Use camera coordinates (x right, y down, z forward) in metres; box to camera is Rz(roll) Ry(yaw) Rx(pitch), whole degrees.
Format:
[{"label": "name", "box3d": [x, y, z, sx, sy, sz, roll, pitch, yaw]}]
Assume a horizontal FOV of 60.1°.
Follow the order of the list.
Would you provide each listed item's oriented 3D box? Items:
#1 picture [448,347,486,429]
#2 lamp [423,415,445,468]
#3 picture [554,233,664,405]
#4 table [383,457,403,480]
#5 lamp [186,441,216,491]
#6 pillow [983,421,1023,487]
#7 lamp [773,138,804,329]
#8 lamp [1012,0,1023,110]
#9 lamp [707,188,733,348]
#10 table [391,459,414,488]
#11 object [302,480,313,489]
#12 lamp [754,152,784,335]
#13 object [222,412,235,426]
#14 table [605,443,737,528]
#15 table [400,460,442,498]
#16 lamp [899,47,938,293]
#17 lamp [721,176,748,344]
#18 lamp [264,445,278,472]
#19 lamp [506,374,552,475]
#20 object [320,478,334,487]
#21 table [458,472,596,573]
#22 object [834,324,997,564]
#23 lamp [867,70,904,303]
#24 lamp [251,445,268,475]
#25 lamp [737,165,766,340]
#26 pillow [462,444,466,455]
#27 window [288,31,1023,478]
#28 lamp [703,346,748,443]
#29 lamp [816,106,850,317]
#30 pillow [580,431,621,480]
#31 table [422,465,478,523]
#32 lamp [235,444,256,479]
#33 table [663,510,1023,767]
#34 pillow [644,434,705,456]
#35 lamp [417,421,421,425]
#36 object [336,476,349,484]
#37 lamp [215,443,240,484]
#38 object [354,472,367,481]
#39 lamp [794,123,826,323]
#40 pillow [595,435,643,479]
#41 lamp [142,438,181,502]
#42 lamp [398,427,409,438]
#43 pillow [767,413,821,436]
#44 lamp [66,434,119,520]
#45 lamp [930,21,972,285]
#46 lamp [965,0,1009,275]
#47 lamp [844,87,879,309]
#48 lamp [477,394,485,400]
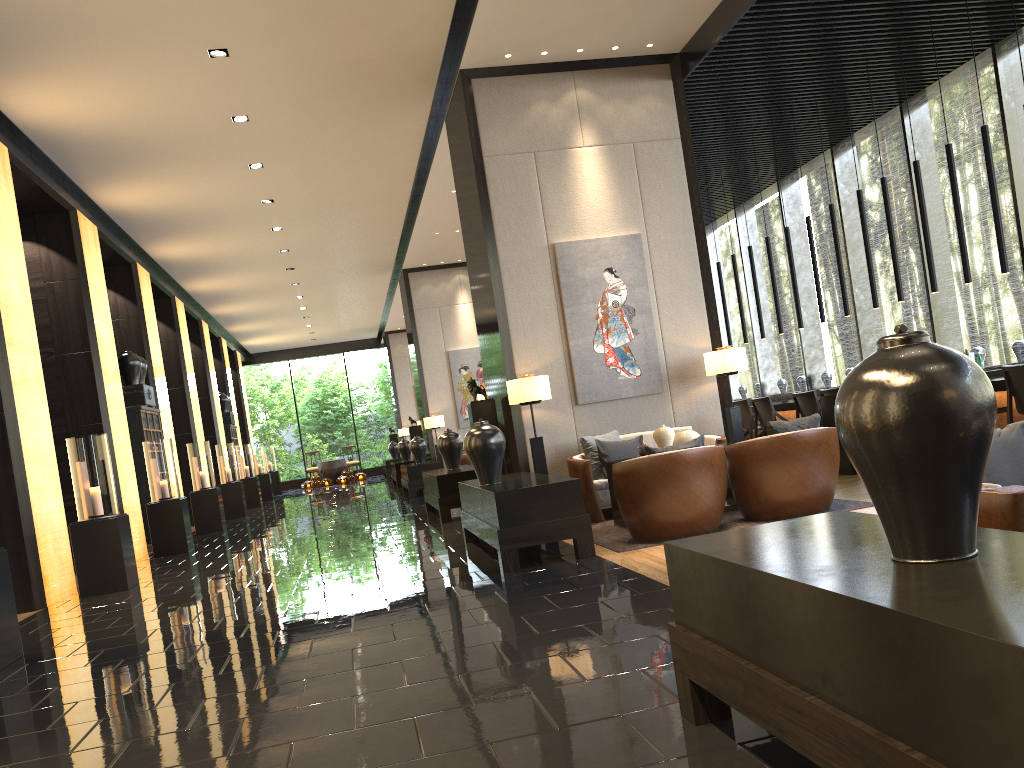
[{"label": "picture", "box3d": [-0.701, 0.053, 17.013, 0.833, 1.502, 0.037, -9, 1, -10]}, {"label": "lamp", "box3d": [-1.375, 1.249, 16.565, 0.375, 1.351, 0.374, -9, 0, 8]}, {"label": "picture", "box3d": [0.906, -0.609, 8.217, 0.833, 1.502, 0.037, -9, 1, -10]}, {"label": "table", "box3d": [-3.192, 2.308, 24.320, 0.619, 0.513, 1.964, -8, -2, -11]}, {"label": "lamp", "box3d": [-4.804, 1.264, 13.693, 0.336, 0.729, 0.337, -9, 0, -9]}, {"label": "pillow", "box3d": [1.611, 0.305, 2.882, 0.398, 0.362, 0.222, -8, 0, -10]}, {"label": "lamp", "box3d": [3.390, -1.877, 10.906, 0.060, 2.422, 0.060, -9, 1, -16]}, {"label": "lamp", "box3d": [4.098, -2.169, 7.028, 0.060, 2.422, 0.060, -9, 1, -16]}, {"label": "lamp", "box3d": [3.020, -1.724, 12.932, 0.060, 2.422, 0.060, -9, 1, -16]}, {"label": "table", "box3d": [-2.273, 1.930, 19.286, 0.619, 0.513, 1.964, -8, -2, -11]}, {"label": "object", "box3d": [-6.032, 2.974, 26.205, 0.370, 0.229, 0.369, -9, -2, 7]}, {"label": "lamp", "box3d": [3.298, -1.839, 11.410, 0.060, 2.422, 0.060, -9, 1, -16]}, {"label": "object", "box3d": [-6.748, 0.844, 20.895, 0.364, 0.315, 0.607, -8, -2, -11]}, {"label": "table", "box3d": [1.358, 0.802, 7.060, 1.040, 0.517, 0.576, -8, -1, -10]}, {"label": "table", "box3d": [-1.578, 1.643, 15.483, 0.619, 0.513, 1.964, -8, -2, -11]}, {"label": "lamp", "box3d": [3.845, -2.064, 8.412, 0.060, 2.422, 0.060, -9, 1, -16]}, {"label": "lamp", "box3d": [3.112, -1.762, 12.426, 0.060, 2.422, 0.060, -9, 1, -16]}, {"label": "lamp", "box3d": [-6.914, 2.133, 25.247, 0.335, 0.729, 0.338, -9, 0, -23]}, {"label": "lamp", "box3d": [0.229, 0.590, 7.785, 0.376, 1.348, 0.373, -8, 1, 41]}, {"label": "object", "box3d": [-5.387, 2.854, 25.733, 0.370, 0.229, 0.369, -9, -2, 12]}, {"label": "table", "box3d": [0.032, 0.980, 6.670, 0.619, 0.513, 1.964, -8, -2, -11]}, {"label": "object", "box3d": [0.855, 0.119, 1.869, 0.310, 0.493, 0.312, -8, 0, -22]}, {"label": "lamp", "box3d": [3.751, -2.026, 8.926, 0.060, 2.422, 0.060, -9, 1, -16]}, {"label": "lamp", "box3d": [-6.387, 1.916, 22.359, 0.336, 0.729, 0.337, -9, 0, -9]}, {"label": "lamp", "box3d": [3.206, -1.801, 11.910, 0.060, 2.422, 0.060, -9, 1, -16]}, {"label": "pillow", "box3d": [-0.761, 1.290, 16.638, 0.431, 0.400, 0.202, -8, 0, -32]}, {"label": "window", "box3d": [-1.462, -0.360, 13.105, 12.034, 4.228, 31.952, -8, -3, -11]}, {"label": "lamp", "box3d": [2.040, 0.331, 8.120, 0.376, 1.351, 0.374, -8, 0, 19]}, {"label": "lamp", "box3d": [3.575, -1.953, 9.893, 0.060, 2.422, 0.060, -9, 1, -16]}, {"label": "pillow", "box3d": [0.833, 0.633, 7.910, 0.431, 0.400, 0.202, -8, 0, -32]}, {"label": "table", "box3d": [-0.663, 1.267, 10.473, 0.619, 0.513, 1.964, -8, -2, -11]}, {"label": "lamp", "box3d": [-5.859, 1.699, 19.470, 0.336, 0.729, 0.337, -9, 0, -9]}, {"label": "table", "box3d": [0.938, 0.607, 1.707, 0.619, 0.513, 1.964, -8, -2, -11]}, {"label": "pillow", "box3d": [1.124, 0.531, 5.995, 0.441, 0.338, 0.205, -9, 0, -4]}, {"label": "lamp", "box3d": [-1.700, 1.383, 18.344, 0.375, 1.351, 0.374, -9, 0, 8]}, {"label": "object", "box3d": [-4.940, 2.791, 25.820, 0.369, 0.229, 0.370, -8, -2, -8]}, {"label": "lamp", "box3d": [-5.331, 1.482, 16.582, 0.336, 0.729, 0.337, -9, 0, -9]}, {"label": "object", "box3d": [-4.529, 2.760, 26.464, 0.368, 0.229, 0.371, -7, -2, -38]}, {"label": "lamp", "box3d": [3.482, -1.915, 10.400, 0.060, 2.422, 0.060, -9, 1, -16]}, {"label": "pillow", "box3d": [0.963, 0.628, 7.776, 0.471, 0.361, 0.220, -8, 0, -14]}, {"label": "lamp", "box3d": [-4.276, 1.047, 10.805, 0.336, 0.729, 0.337, -9, 0, -5]}, {"label": "lamp", "box3d": [-2.991, 1.915, 25.411, 0.376, 1.351, 0.374, -8, 0, 19]}, {"label": "pillow", "box3d": [1.958, 0.408, 6.151, 0.398, 0.362, 0.222, -8, 0, -10]}, {"label": "lamp", "box3d": [-3.748, 0.830, 7.916, 0.335, 0.729, 0.338, -9, 0, -38]}, {"label": "lamp", "box3d": [3.929, -2.099, 7.955, 0.060, 2.422, 0.060, -9, 1, -16]}, {"label": "lamp", "box3d": [4.011, -2.133, 7.505, 0.060, 2.422, 0.060, -9, 1, -16]}, {"label": "lamp", "box3d": [3.674, -1.994, 9.350, 0.060, 2.422, 0.060, -9, 1, -16]}, {"label": "lamp", "box3d": [-0.094, 0.738, 9.563, 0.376, 1.320, 0.373, -8, 0, 33]}]
